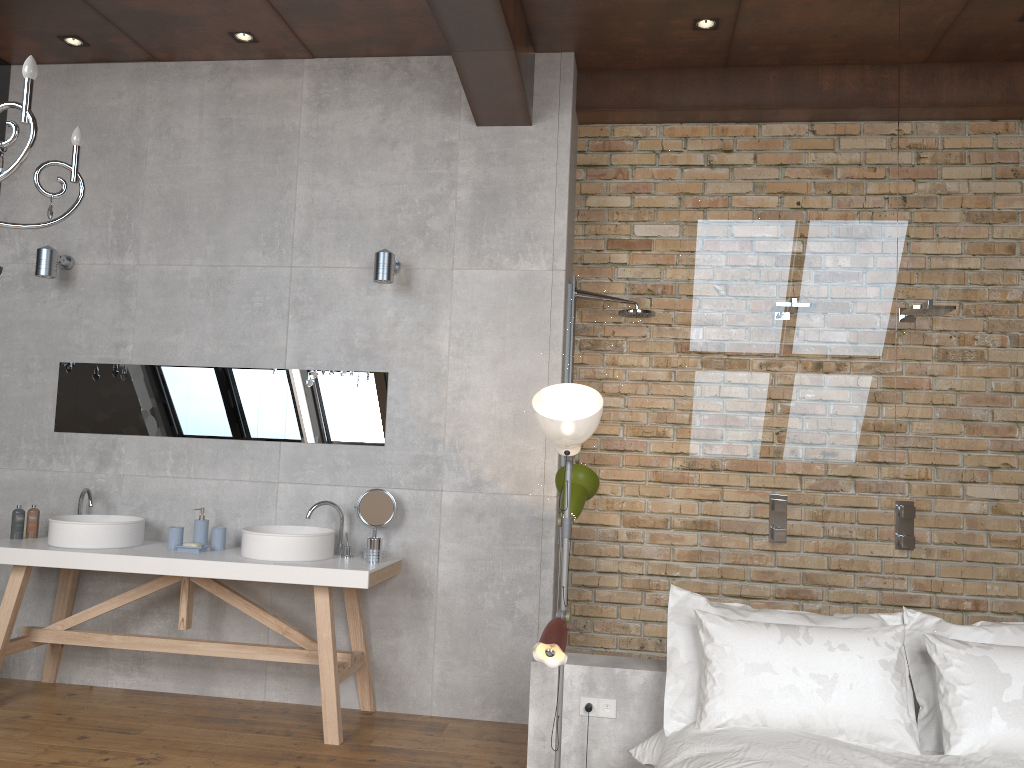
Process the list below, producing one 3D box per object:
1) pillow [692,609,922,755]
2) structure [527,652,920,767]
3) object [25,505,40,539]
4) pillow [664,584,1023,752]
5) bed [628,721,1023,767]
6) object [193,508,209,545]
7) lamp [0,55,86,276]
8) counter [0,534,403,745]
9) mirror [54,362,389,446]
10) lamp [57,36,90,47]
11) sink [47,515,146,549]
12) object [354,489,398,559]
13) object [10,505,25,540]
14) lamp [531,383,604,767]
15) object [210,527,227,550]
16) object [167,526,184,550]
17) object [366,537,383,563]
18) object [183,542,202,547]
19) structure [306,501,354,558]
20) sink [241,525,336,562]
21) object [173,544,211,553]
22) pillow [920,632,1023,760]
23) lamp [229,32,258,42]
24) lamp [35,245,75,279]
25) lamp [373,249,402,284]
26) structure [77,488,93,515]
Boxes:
[{"bbox_3d":[0.999,1.019,3.062,0.744,0.397,0.276,2,-4,8],"label":"pillow"},{"bbox_3d":[1.474,1.393,3.372,2.820,0.494,0.206,2,-4,8],"label":"structure"},{"bbox_3d":[-2.456,0.706,4.546,0.058,0.172,0.058,3,-4,-6],"label":"object"},{"bbox_3d":[1.426,1.052,3.167,1.746,0.517,0.358,2,-4,8],"label":"pillow"},{"bbox_3d":[1.428,1.328,2.179,2.300,0.442,2.169,2,-4,8],"label":"bed"},{"bbox_3d":[-1.559,0.723,4.450,0.076,0.201,0.076,2,-4,2],"label":"object"},{"bbox_3d":[-1.994,-1.152,2.501,1.409,1.594,1.409,0,-5,31],"label":"lamp"},{"bbox_3d":[-1.594,1.196,4.322,2.011,0.765,0.630,2,-4,8],"label":"counter"},{"bbox_3d":[-1.548,0.099,4.657,1.838,0.377,0.007,2,-4,8],"label":"mirror"},{"bbox_3d":[-2.304,-1.811,4.663,0.115,0.027,0.113,2,-4,8],"label":"lamp"},{"bbox_3d":[-2.071,0.735,4.428,0.445,0.128,0.442,3,-4,-10],"label":"sink"},{"bbox_3d":[-0.674,0.686,4.377,0.192,0.338,0.118,5,-5,-35],"label":"object"},{"bbox_3d":[-2.497,0.699,4.482,0.058,0.172,0.058,3,-4,-13],"label":"object"},{"bbox_3d":[0.183,0.790,3.350,0.270,1.582,0.561,2,-4,5],"label":"lamp"},{"bbox_3d":[-1.463,0.771,4.420,0.075,0.108,0.075,0,-5,29],"label":"object"},{"bbox_3d":[-1.657,0.759,4.371,0.075,0.108,0.075,-2,-6,44],"label":"object"},{"bbox_3d":[-0.652,0.787,4.202,0.073,0.111,0.073,2,-4,1],"label":"object"},{"bbox_3d":[-1.551,0.785,4.304,0.084,0.035,0.067,2,-4,10],"label":"object"},{"bbox_3d":[-0.888,0.713,4.389,0.242,0.268,0.141,2,-4,3],"label":"structure"},{"bbox_3d":[-1.079,0.767,4.282,0.442,0.128,0.445,5,-5,-27],"label":"sink"},{"bbox_3d":[-1.552,0.799,4.303,0.147,0.031,0.100,2,-4,10],"label":"object"},{"bbox_3d":[1.784,1.067,2.946,0.748,0.385,0.291,2,-4,8],"label":"pillow"},{"bbox_3d":[-1.366,-1.781,4.525,0.115,0.027,0.113,2,-4,8],"label":"lamp"},{"bbox_3d":[-2.441,-0.642,4.744,0.101,0.168,0.243,2,-4,8],"label":"lamp"},{"bbox_3d":[-0.624,-0.584,4.475,0.101,0.168,0.243,2,-4,8],"label":"lamp"},{"bbox_3d":[-2.235,0.670,4.588,0.242,0.268,0.141,1,-4,14],"label":"structure"}]
